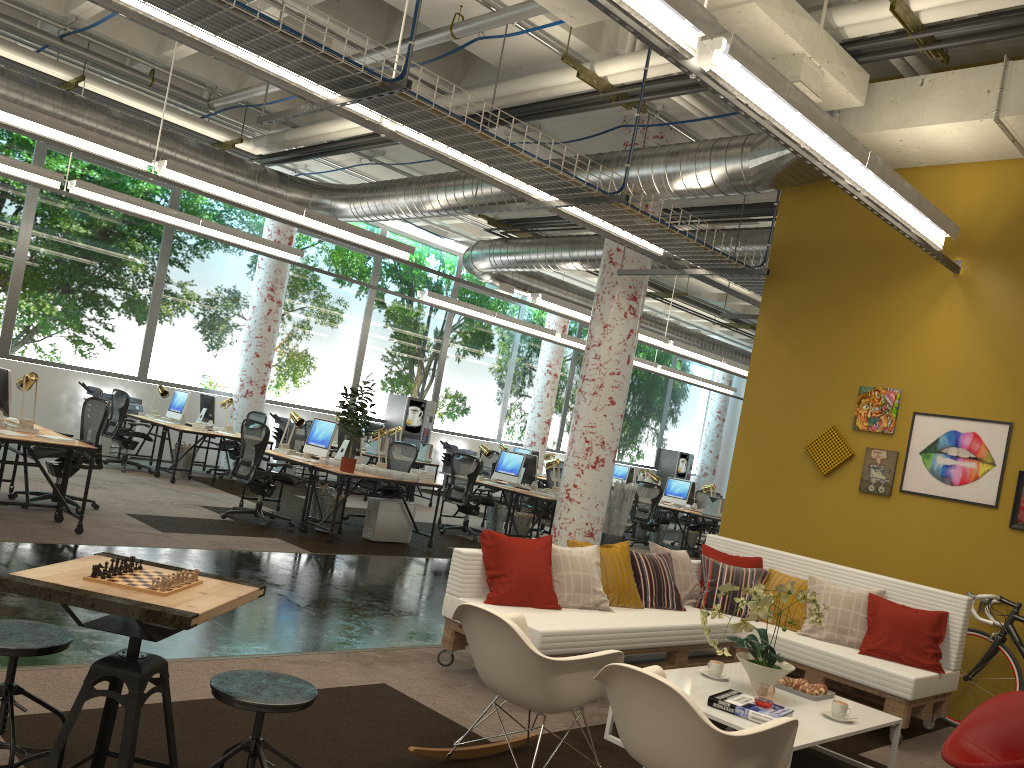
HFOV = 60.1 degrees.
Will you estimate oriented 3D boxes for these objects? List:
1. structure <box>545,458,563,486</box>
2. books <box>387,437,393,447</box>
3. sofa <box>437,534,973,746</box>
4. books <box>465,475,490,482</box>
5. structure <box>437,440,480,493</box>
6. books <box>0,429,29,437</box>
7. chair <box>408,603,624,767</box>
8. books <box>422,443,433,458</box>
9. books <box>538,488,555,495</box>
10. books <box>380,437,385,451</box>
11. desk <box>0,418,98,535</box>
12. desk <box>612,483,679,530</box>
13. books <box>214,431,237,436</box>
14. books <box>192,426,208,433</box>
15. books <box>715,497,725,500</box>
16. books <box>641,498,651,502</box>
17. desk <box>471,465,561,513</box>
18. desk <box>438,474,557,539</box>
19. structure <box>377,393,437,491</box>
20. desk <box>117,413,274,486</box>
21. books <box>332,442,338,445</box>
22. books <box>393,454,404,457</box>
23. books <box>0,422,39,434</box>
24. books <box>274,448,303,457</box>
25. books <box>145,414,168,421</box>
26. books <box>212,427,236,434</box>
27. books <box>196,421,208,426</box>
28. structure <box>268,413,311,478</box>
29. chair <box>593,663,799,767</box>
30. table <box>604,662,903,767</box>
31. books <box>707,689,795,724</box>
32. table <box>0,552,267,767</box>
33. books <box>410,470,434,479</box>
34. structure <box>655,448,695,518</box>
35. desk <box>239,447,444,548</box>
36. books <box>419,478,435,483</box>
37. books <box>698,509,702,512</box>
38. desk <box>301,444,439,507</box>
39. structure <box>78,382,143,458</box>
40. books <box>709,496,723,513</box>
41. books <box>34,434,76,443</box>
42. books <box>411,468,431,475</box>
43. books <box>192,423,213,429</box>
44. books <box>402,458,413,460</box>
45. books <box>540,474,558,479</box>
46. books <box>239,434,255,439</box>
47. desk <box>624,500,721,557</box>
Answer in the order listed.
[{"bbox_3d":[1.146,2.340,20.976,1.063,1.057,0.501,12,-2,-45],"label":"structure"},{"bbox_3d":[-2.047,1.012,14.286,0.068,0.310,0.232,11,-1,-45],"label":"books"},{"bbox_3d":[1.291,1.542,5.570,2.009,0.931,2.871,8,-4,45],"label":"sofa"},{"bbox_3d":[-0.493,1.344,12.668,0.227,0.038,0.307,13,-4,-44],"label":"books"},{"bbox_3d":[-1.116,1.794,18.683,1.063,1.057,0.501,12,-2,-45],"label":"structure"},{"bbox_3d":[-4.020,0.390,7.055,0.242,0.019,0.206,9,-3,23],"label":"books"},{"bbox_3d":[0.071,1.324,3.791,0.798,0.753,0.611,12,-2,-45],"label":"chair"},{"bbox_3d":[-1.446,1.157,14.895,0.068,0.310,0.232,11,-1,-45],"label":"books"},{"bbox_3d":[0.548,1.527,12.523,0.227,0.038,0.307,13,-4,-44],"label":"books"},{"bbox_3d":[-2.150,0.987,14.182,0.068,0.310,0.232,11,-1,-45],"label":"books"},{"bbox_3d":[-4.609,0.681,7.456,1.932,0.724,1.408,8,-4,45],"label":"desk"},{"bbox_3d":[2.608,2.726,20.135,1.932,0.724,1.408,8,-4,45],"label":"desk"},{"bbox_3d":[-4.018,0.695,12.424,0.242,0.019,0.206,9,-3,23],"label":"books"},{"bbox_3d":[-4.260,0.615,12.094,0.201,0.050,0.271,11,-3,-17],"label":"books"},{"bbox_3d":[3.372,2.014,14.404,0.068,0.310,0.232,11,-1,-45],"label":"books"},{"bbox_3d":[2.347,2.021,15.406,0.227,0.038,0.307,13,-4,-44],"label":"books"},{"bbox_3d":[0.345,2.181,17.843,1.932,0.724,1.408,8,-4,45],"label":"desk"},{"bbox_3d":[0.147,1.836,12.410,1.932,0.724,1.408,8,-4,45],"label":"desk"},{"bbox_3d":[-2.122,1.165,17.594,0.754,1.810,0.635,11,-1,-45],"label":"structure"},{"bbox_3d":[-4.607,0.986,12.825,1.932,0.724,1.408,8,-4,45],"label":"desk"},{"bbox_3d":[-3.072,1.020,15.288,0.227,0.038,0.307,13,-4,-44],"label":"books"},{"bbox_3d":[-2.031,1.203,15.143,0.227,0.038,0.307,13,-4,-44],"label":"books"},{"bbox_3d":[-4.209,0.372,7.570,0.227,0.038,0.307,13,-4,-44],"label":"books"},{"bbox_3d":[-2.625,0.802,10.409,0.227,0.038,0.307,13,-4,-44],"label":"books"},{"bbox_3d":[-5.248,0.495,13.083,0.227,0.038,0.307,13,-4,-44],"label":"books"},{"bbox_3d":[-4.207,0.678,12.939,0.227,0.038,0.307,13,-4,-44],"label":"books"},{"bbox_3d":[-4.243,0.540,12.112,0.153,0.030,0.184,11,-3,-17],"label":"books"},{"bbox_3d":[-3.892,1.124,15.871,1.063,1.057,0.501,12,-2,-45],"label":"structure"},{"bbox_3d":[0.623,1.393,3.228,0.798,0.753,0.611,12,-2,-45],"label":"chair"},{"bbox_3d":[1.281,1.805,4.641,0.980,0.330,1.269,7,-4,45],"label":"table"},{"bbox_3d":[1.158,1.572,4.292,0.332,0.048,0.281,8,-4,36],"label":"books"},{"bbox_3d":[-1.283,1.019,2.902,0.625,0.759,0.617,10,-1,5],"label":"table"},{"bbox_3d":[-1.023,1.021,10.002,0.193,0.044,0.256,12,-3,-27],"label":"books"},{"bbox_3d":[4.380,2.733,24.182,0.754,1.810,0.635,11,-1,-45],"label":"structure"},{"bbox_3d":[-1.984,1.294,10.151,1.932,0.724,1.408,8,-4,45],"label":"desk"},{"bbox_3d":[-1.037,1.065,9.975,0.270,0.050,0.201,8,-4,43],"label":"books"},{"bbox_3d":[3.388,2.204,15.262,0.227,0.038,0.307,13,-4,-44],"label":"books"},{"bbox_3d":[-2.431,1.511,15.030,1.932,0.724,1.408,8,-4,45],"label":"desk"},{"bbox_3d":[-6.146,0.581,13.583,1.063,1.057,0.501,12,-2,-45],"label":"structure"},{"bbox_3d":[3.269,1.989,14.300,0.068,0.310,0.232,11,-1,-45],"label":"books"},{"bbox_3d":[-3.749,0.448,7.269,0.199,0.024,0.236,9,-3,19],"label":"books"},{"bbox_3d":[-1.029,0.988,9.992,0.184,0.030,0.153,7,-4,43],"label":"books"},{"bbox_3d":[-4.234,0.574,12.114,0.193,0.044,0.258,10,-3,3],"label":"books"},{"bbox_3d":[-1.725,1.242,14.687,0.199,0.024,0.236,9,-3,19],"label":"books"},{"bbox_3d":[0.746,1.872,17.956,0.227,0.038,0.307,13,-4,-44],"label":"books"},{"bbox_3d":[-3.747,0.754,12.638,0.199,0.024,0.236,9,-3,19],"label":"books"},{"bbox_3d":[2.988,2.513,15.148,1.932,0.724,1.408,8,-4,45],"label":"desk"}]
